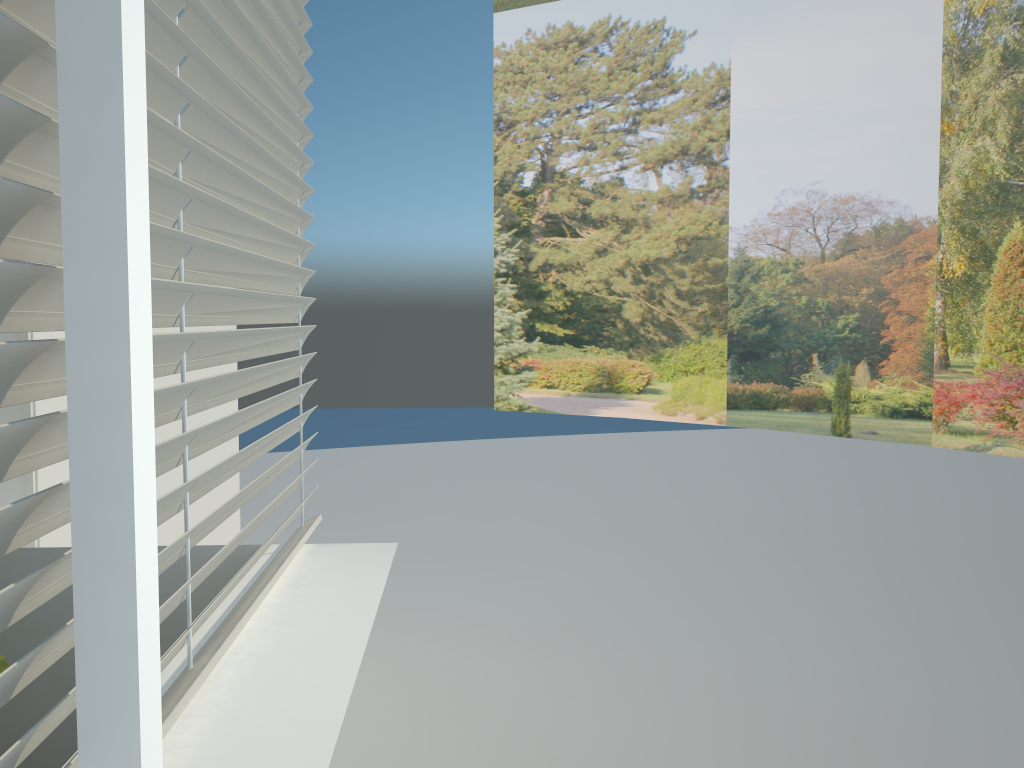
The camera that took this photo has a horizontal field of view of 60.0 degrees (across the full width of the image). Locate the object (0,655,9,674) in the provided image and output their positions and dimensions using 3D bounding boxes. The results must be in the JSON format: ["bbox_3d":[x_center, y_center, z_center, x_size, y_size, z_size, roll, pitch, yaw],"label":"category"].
[{"bbox_3d":[-1.249,0.612,1.194,1.026,1.197,1.122,-2,4,-24],"label":"object"}]

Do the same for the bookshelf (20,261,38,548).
[{"bbox_3d":[-1.585,0.267,3.415,0.501,1.495,2.102,0,4,-3],"label":"bookshelf"}]
